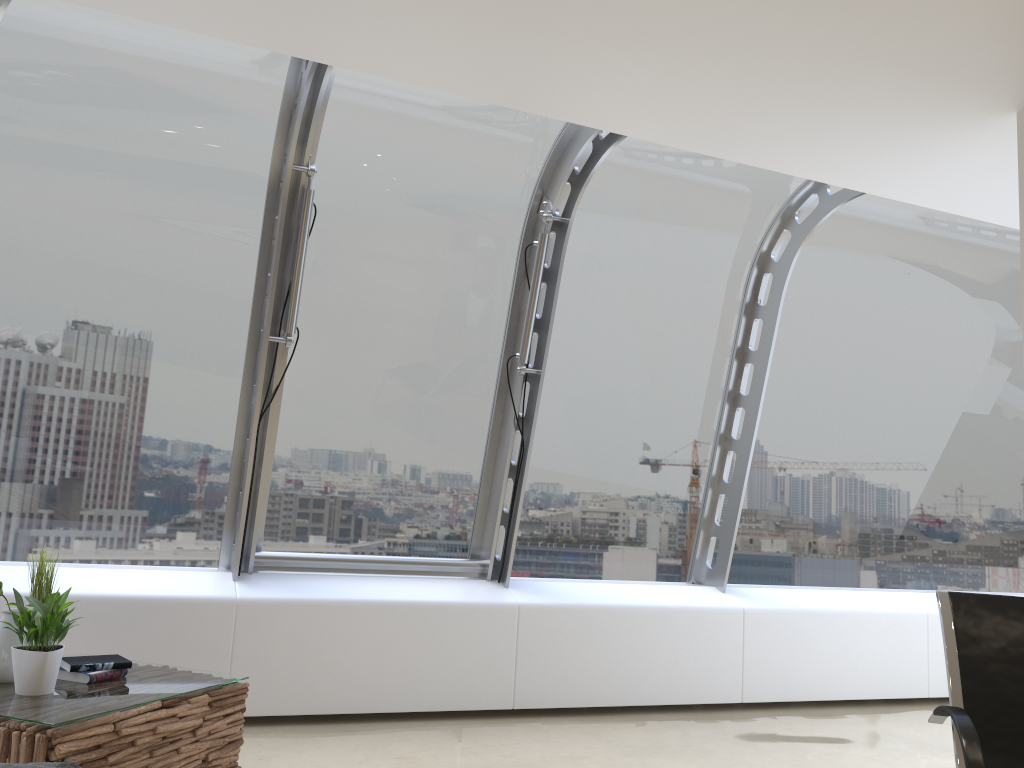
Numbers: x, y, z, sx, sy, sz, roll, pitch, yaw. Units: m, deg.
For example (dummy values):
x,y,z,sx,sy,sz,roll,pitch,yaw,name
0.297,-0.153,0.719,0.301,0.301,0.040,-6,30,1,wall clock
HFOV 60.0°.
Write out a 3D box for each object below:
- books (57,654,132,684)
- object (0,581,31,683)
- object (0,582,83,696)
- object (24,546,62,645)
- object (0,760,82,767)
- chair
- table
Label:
x,y,z,sx,sy,sz,roll,pitch,yaw,name
-1.595,1.085,3.376,0.246,0.063,0.265,-4,-11,42,books
-1.844,0.888,3.193,0.152,0.370,0.297,2,-9,10,object
-1.649,0.888,3.098,0.284,0.369,0.215,4,-8,-1,object
-1.838,0.854,3.439,0.150,0.511,0.153,0,-9,24,object
-1.343,0.960,1.862,1.024,0.359,0.825,0,-9,24,object
1.611,1.121,2.449,0.752,0.972,0.943,1,-9,15,chair
-1.635,1.311,3.226,0.923,0.436,1.007,0,-9,20,table
